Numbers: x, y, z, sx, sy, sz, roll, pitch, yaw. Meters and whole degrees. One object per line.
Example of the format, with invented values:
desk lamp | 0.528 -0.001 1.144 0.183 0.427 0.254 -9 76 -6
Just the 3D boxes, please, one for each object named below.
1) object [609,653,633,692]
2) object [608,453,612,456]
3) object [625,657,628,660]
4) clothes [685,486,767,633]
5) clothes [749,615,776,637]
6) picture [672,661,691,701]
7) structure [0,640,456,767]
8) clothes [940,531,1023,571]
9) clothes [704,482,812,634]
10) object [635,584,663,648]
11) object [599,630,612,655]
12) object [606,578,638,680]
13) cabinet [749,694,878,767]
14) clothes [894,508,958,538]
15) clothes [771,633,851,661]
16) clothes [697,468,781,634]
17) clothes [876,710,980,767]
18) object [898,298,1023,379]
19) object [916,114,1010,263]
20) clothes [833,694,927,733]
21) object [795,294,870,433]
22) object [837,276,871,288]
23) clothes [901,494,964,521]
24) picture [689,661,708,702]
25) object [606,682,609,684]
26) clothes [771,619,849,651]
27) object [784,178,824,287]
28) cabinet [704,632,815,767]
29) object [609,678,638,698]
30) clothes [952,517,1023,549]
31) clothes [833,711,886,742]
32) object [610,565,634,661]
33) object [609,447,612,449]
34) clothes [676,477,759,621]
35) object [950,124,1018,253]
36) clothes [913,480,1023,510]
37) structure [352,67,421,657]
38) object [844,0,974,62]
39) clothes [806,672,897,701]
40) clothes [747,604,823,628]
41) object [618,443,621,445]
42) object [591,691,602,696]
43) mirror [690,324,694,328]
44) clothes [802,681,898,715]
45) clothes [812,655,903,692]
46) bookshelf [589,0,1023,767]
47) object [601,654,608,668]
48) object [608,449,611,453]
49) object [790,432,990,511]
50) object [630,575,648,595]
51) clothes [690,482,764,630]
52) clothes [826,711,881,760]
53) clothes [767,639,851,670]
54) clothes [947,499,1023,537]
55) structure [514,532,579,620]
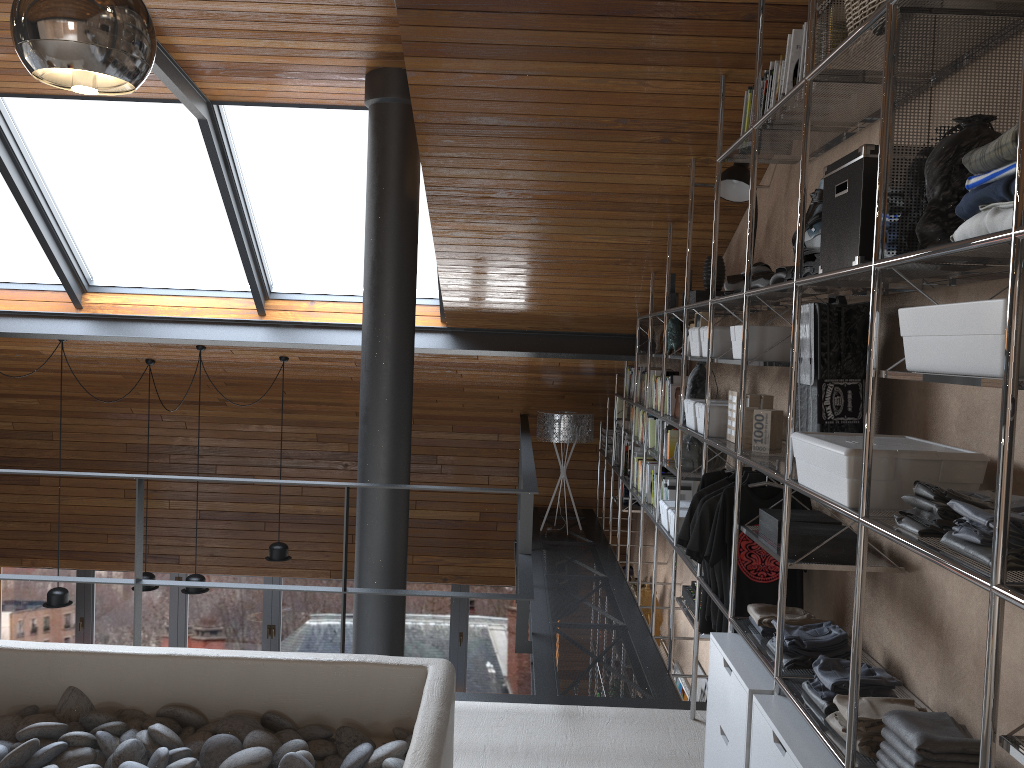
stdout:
object | 0.856 2.239 6.858 0.219 0.440 0.462 2 3 0
object | 0.950 0.623 7.838 0.201 0.012 0.161 2 3 0
object | 0.846 1.783 6.131 0.208 0.280 0.131 1 3 -18
clothes | 0.907 0.677 3.406 0.488 0.586 0.074 2 2 -7
clothes | 0.942 0.822 3.017 0.248 0.043 0.190 3 3 9
picture | 1.050 2.204 5.760 0.136 0.625 0.544 2 2 0
structure | -2.473 0.840 1.465 4.614 1.120 2.634 2 3 0
clothes | 0.955 0.302 1.628 0.243 0.045 0.208 2 3 0
clothes | 0.921 0.707 3.267 0.424 0.689 0.090 2 2 -1
object | 0.989 1.683 6.386 0.215 0.458 0.328 2 2 5
object | 0.894 2.306 7.886 0.278 0.222 0.138 3 3 11
object | 0.943 2.018 7.325 0.305 0.840 0.237 2 2 2
cabinet | 0.907 1.205 2.338 0.435 0.561 0.527 2 3 1
clothes | 0.958 0.295 1.890 0.243 0.045 0.208 2 3 0
clothes | 0.923 0.809 2.750 0.215 0.047 0.191 2 3 0
clothes | 0.924 0.690 3.635 0.424 0.689 0.090 2 2 -1
clothes | 0.901 0.808 1.884 0.184 0.172 0.201 2 3 2
object | 0.970 -0.081 1.703 0.289 0.135 0.437 2 3 0
object | 0.994 -0.423 1.916 0.212 0.319 0.157 3 3 27
clothes | 0.915 0.800 2.161 0.212 0.047 0.187 2 3 1
object | 1.008 -0.005 2.800 0.188 0.559 0.337 2 2 5
object | 1.126 -0.477 2.781 0.174 0.342 0.416 2 3 6
clothes | 0.977 0.272 1.892 0.215 0.047 0.191 2 3 0
picture | 1.079 2.110 5.189 0.090 0.863 0.530 2 2 0
object | 0.896 2.548 7.925 0.267 0.223 0.060 0 3 -44
clothes | 0.931 0.778 2.764 0.200 0.052 0.194 2 3 2
object | 0.985 -0.476 2.763 0.174 0.342 0.416 2 3 5
cabinet | 0.907 1.180 2.895 0.435 0.561 0.527 2 3 1
object | 0.837 2.299 6.454 0.255 0.356 0.167 3 3 19
clothes | 0.938 0.276 1.624 0.215 0.047 0.191 2 3 0
clothes | 0.906 0.827 2.151 0.229 0.052 0.199 2 3 3
object | 0.924 1.984 7.591 0.244 0.879 0.244 4 3 29
object | 0.969 0.560 7.815 0.228 0.016 0.182 2 3 0
clothes | 0.908 0.669 3.593 0.488 0.586 0.074 2 2 -7
object | 0.991 -0.367 1.614 0.250 0.229 0.306 2 3 3
clothes | 0.971 0.241 1.876 0.200 0.052 0.194 2 3 1
structure | -0.716 1.214 4.546 1.197 5.700 1.689 2 2 0
object | 0.998 -0.958 2.226 0.262 0.198 0.417 2 3 1
clothes | 0.919 0.820 2.409 0.203 0.053 0.198 2 3 4
clothes | 0.929 0.790 3.014 0.221 0.050 0.196 2 3 3
object | 0.970 0.486 7.208 0.217 0.013 0.161 2 3 0
object | 0.886 2.916 8.053 0.320 0.114 0.404 2 3 0
mirror | 0.999 -0.233 4.696 0.069 0.168 0.130 1 3 -30
clothes | 0.936 0.846 2.417 0.242 0.048 0.207 2 3 -2
clothes | 0.937 0.791 2.405 0.204 0.049 0.184 2 3 0
bookshelf | 0.963 1.093 2.888 0.421 6.219 10.739 2 3 0
object | 0.893 2.535 8.126 0.116 0.229 0.233 4 3 40
object | 0.963 0.591 7.831 0.262 0.025 0.176 2 3 0
object | 0.950 0.220 2.291 0.343 0.147 0.445 2 3 0
object | 0.953 1.669 6.836 0.207 0.442 0.328 2 3 -7
clothes | 0.939 0.676 3.472 0.488 0.586 0.074 2 2 -7
clothes | 0.923 0.855 2.169 0.238 0.053 0.212 2 3 -2
clothes | 0.940 0.834 2.754 0.243 0.045 0.208 2 3 0
clothes | 0.946 0.245 1.638 0.200 0.052 0.194 2 3 2
structure | 0.337 1.778 8.180 0.488 0.735 0.462 0 3 -40
